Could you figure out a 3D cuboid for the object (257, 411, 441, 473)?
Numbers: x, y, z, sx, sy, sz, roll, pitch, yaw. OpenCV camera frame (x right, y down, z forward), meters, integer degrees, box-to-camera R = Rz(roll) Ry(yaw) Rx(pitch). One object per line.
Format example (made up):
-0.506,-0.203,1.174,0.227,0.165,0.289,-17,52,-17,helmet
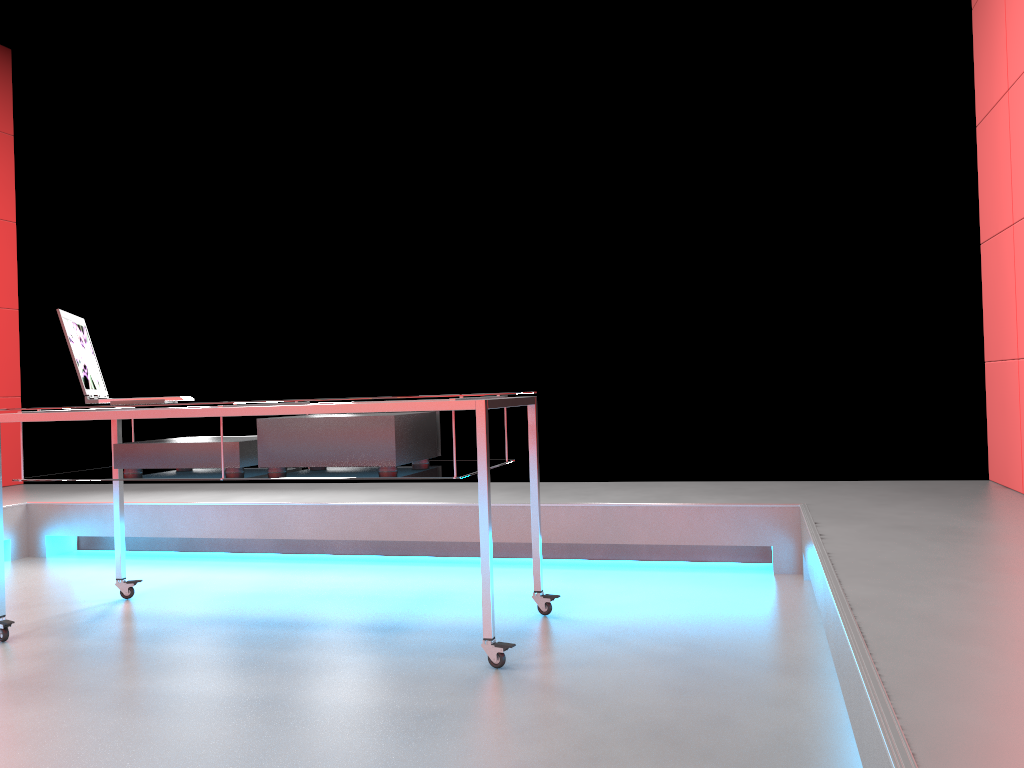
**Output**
-0.482,0.172,2.693,0.431,0.158,0.371,-2,0,15,object

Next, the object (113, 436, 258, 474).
-0.956,0.221,2.820,0.435,0.092,0.365,-2,0,15,object

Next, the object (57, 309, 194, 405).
-1.195,-0.078,2.778,0.340,0.285,0.342,-2,0,-15,object

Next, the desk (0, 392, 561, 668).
-0.707,0.393,2.687,1.617,0.690,0.594,-2,0,15,desk
